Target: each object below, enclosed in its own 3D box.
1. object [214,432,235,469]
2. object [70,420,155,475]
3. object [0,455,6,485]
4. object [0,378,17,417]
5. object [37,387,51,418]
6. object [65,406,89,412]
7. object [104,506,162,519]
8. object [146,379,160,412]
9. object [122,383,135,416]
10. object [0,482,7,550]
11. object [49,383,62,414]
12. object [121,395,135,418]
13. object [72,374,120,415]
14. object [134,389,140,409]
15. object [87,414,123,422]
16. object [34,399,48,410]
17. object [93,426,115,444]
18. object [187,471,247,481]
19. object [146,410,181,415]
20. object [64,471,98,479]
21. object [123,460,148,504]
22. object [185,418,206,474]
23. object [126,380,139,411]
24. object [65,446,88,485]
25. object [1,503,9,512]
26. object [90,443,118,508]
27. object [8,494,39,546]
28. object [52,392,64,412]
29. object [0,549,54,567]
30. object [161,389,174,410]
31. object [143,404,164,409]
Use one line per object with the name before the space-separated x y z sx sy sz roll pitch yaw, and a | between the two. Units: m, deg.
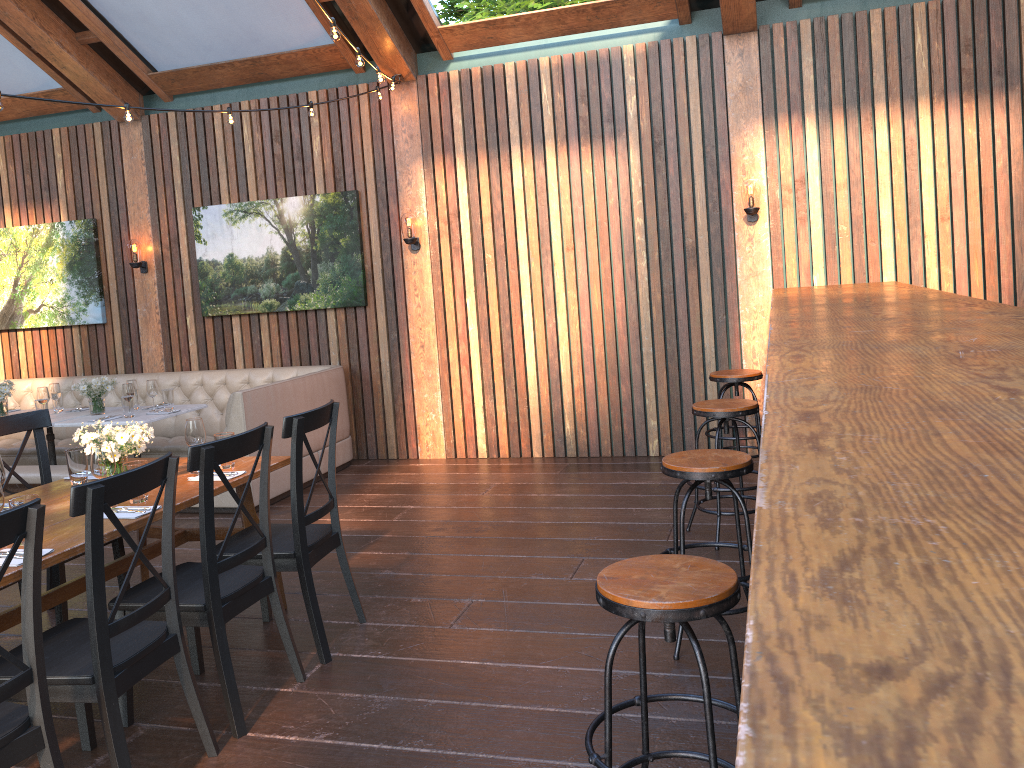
object | -1.323 0.308 4.084 0.092 0.157 0.092 0 6 43
object | -1.688 0.297 3.771 0.329 0.308 0.337 -6 6 -18
object | -2.010 0.396 3.425 0.092 0.243 0.092 -6 4 -31
object | -4.175 0.118 7.181 0.336 0.308 0.331 0 7 39
object | -3.657 0.146 6.911 0.092 0.243 0.092 -6 4 -31
object | -3.566 0.206 7.288 0.157 0.019 0.257 -2 7 17
object | -1.477 0.479 3.350 0.255 0.019 0.158 -2 7 17
object | -2.780 0.090 6.847 0.092 0.243 0.092 -6 4 -31
object | -2.894 0.118 6.684 0.092 0.243 0.092 -6 4 -31
object | -1.748 0.433 2.963 0.092 0.243 0.092 -6 4 -31
object | -3.703 0.117 7.178 0.092 0.243 0.092 -6 4 -31
object | -2.854 0.171 6.584 0.092 0.157 0.092 -4 4 3
object | -3.258 0.083 6.926 0.336 0.308 0.330 -5 5 -9
object | -3.019 0.124 7.067 0.092 0.157 0.092 -4 4 3
object | -3.015 0.252 6.587 0.157 0.019 0.257 -2 7 17
object | -3.617 0.198 6.811 0.092 0.157 0.092 -4 4 3
object | -1.833 0.314 3.988 0.092 0.243 0.092 -6 4 -31
object | -1.318 0.400 3.900 0.255 0.019 0.158 -2 7 17
object | -2.667 0.210 6.724 0.255 0.019 0.158 -2 7 17
object | -1.933 0.418 4.119 0.255 0.019 0.158 -2 7 17
object | -1.491 0.390 3.518 0.092 0.157 0.092 0 6 43
object | -1.438 0.280 4.030 0.092 0.243 0.092 -6 4 -31
object | -2.985 0.091 6.962 0.092 0.243 0.092 -6 4 -31
object | -1.947 0.368 3.968 0.092 0.157 0.092 0 6 43
object | -2.094 0.497 3.571 0.255 0.019 0.158 -2 7 17
object | -1.598 0.361 3.466 0.092 0.243 0.092 -6 4 -31
object | -1.654 0.464 3.010 0.092 0.157 0.092 0 6 43
object | -3.737 0.149 7.283 0.092 0.157 0.092 -4 4 3
object | -1.631 0.552 2.851 0.255 0.019 0.158 -2 7 17
object | -2.674 0.120 6.886 0.092 0.157 0.092 -4 4 3
object | -2.848 0.180 7.071 0.157 0.019 0.257 -2 7 17
